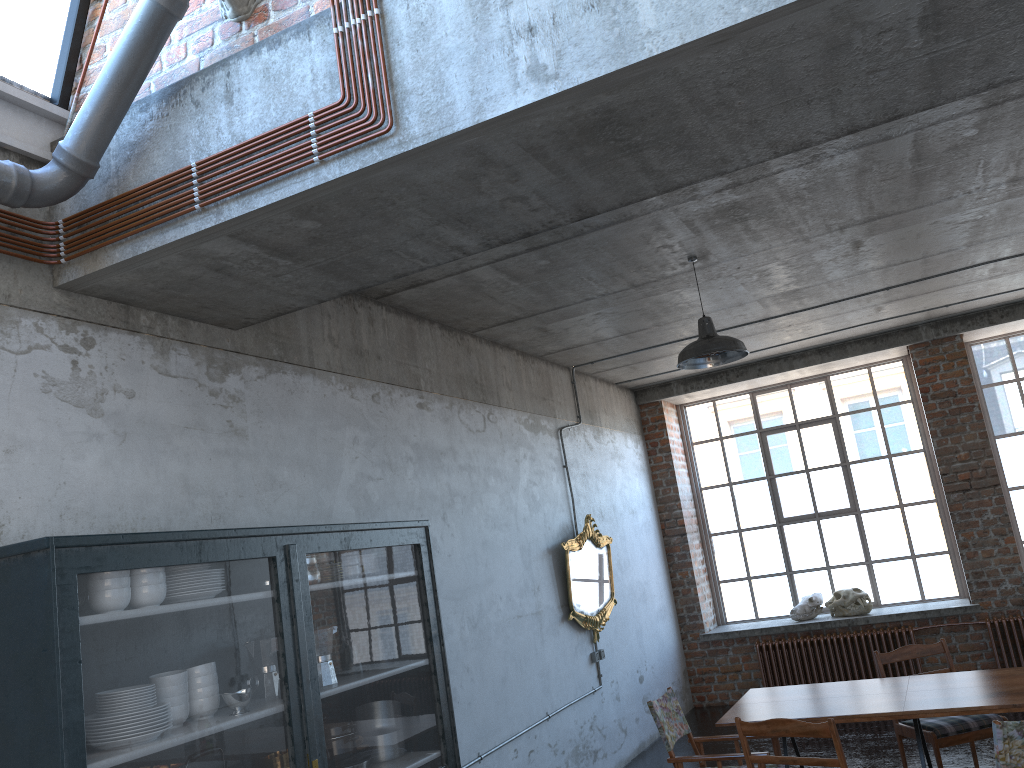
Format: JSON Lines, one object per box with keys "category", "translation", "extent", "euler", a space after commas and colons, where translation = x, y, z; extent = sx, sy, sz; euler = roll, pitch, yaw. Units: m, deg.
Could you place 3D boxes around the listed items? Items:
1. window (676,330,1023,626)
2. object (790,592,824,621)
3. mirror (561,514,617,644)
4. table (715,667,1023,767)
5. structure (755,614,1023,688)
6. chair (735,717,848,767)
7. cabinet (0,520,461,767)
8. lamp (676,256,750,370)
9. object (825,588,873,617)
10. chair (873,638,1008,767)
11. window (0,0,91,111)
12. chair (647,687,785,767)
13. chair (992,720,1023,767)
{"category": "window", "translation": [9.408, 1.679, 8.521], "extent": [19.864, 12.900, 0.747], "euler": [-14, -12, 24]}
{"category": "object", "translation": [3.477, 2.630, 10.449], "extent": [0.575, 0.281, 0.281], "euler": [0, -15, -39]}
{"category": "mirror", "translation": [0.765, 1.823, 8.341], "extent": [0.172, 1.182, 1.339], "euler": [-14, -12, 24]}
{"category": "table", "translation": [2.877, 2.163, 4.978], "extent": [3.112, 0.917, 1.067], "euler": [-14, -12, 24]}
{"category": "structure", "translation": [5.202, 2.738, 9.120], "extent": [5.349, 0.713, 0.232], "euler": [-14, -12, 24]}
{"category": "chair", "translation": [1.664, 2.257, 4.725], "extent": [0.509, 1.028, 0.573], "euler": [3, -16, -45]}
{"category": "cabinet", "translation": [-1.054, 1.798, 3.791], "extent": [0.572, 2.297, 2.386], "euler": [-14, -12, 24]}
{"category": "lamp", "translation": [1.325, -0.594, 6.230], "extent": [0.502, 0.891, 0.502], "euler": [-15, -13, 28]}
{"category": "object", "translation": [3.846, 2.514, 10.214], "extent": [0.418, 0.305, 0.625], "euler": [-8, -11, -2]}
{"category": "chair", "translation": [2.979, 2.324, 6.059], "extent": [0.573, 1.028, 0.509], "euler": [-7, -12, -11]}
{"category": "window", "translation": [-3.554, -2.907, 0.475], "extent": [0.994, 2.404, 8.048], "euler": [-14, -12, 24]}
{"category": "chair", "translation": [1.355, 2.475, 5.633], "extent": [0.713, 1.031, 0.574], "euler": [-14, -12, 24]}
{"category": "chair", "translation": [2.396, 2.008, 4.123], "extent": [0.574, 1.031, 0.713], "euler": [-8, -11, -6]}
